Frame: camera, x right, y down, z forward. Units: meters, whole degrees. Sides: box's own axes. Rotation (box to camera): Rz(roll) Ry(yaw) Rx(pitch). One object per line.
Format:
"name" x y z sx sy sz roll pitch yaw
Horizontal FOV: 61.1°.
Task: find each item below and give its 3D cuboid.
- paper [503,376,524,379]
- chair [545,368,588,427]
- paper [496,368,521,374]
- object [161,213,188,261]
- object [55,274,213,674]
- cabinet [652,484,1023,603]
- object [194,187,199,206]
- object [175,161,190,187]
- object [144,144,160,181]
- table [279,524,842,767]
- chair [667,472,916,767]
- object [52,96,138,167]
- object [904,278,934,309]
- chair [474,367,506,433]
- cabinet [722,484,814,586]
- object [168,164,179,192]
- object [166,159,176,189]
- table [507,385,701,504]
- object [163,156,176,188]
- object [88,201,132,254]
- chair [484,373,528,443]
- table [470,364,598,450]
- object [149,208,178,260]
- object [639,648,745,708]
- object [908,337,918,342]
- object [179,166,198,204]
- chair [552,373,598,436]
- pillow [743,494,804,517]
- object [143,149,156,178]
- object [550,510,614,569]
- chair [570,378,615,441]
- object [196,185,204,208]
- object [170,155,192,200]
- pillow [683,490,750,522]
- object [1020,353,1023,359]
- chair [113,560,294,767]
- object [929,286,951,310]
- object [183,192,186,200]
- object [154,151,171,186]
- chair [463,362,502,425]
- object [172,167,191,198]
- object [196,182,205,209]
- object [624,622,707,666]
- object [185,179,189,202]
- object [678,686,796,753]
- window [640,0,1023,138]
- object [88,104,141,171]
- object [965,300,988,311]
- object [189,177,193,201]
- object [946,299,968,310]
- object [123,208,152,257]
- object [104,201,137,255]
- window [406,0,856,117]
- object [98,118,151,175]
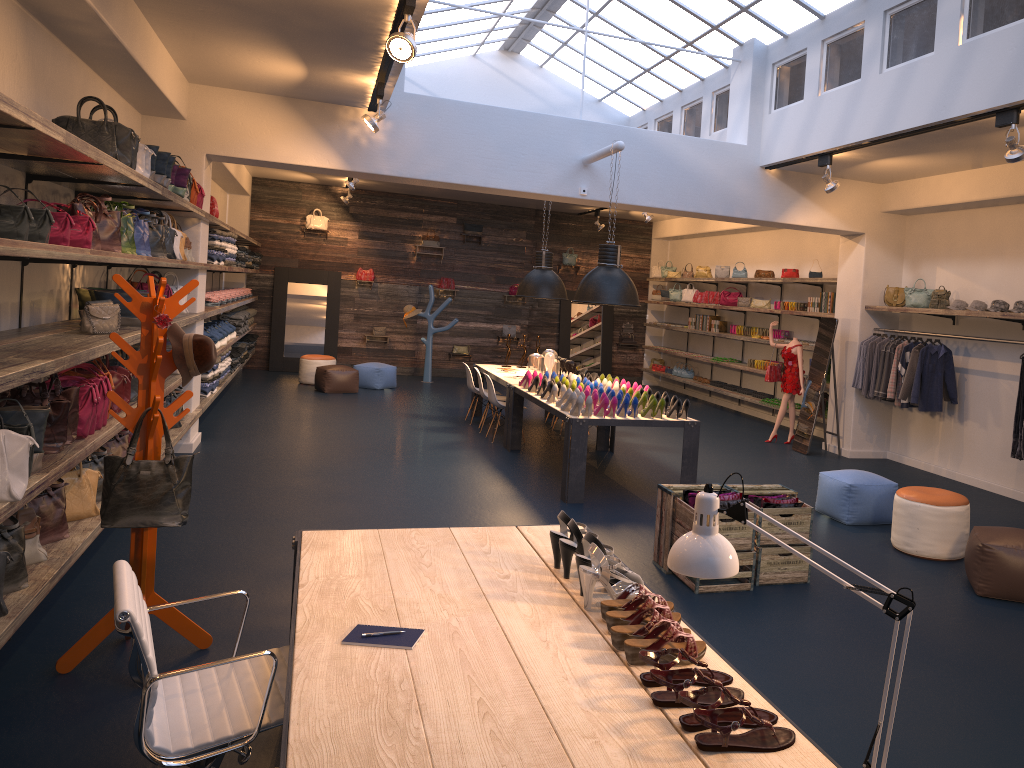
"paper" 0.192 -0.090 10.826 0.314 0.014 0.768 7 7 26
"chair" 0.756 0.171 12.060 0.570 0.799 0.446 3 3 -16
"paper" -0.047 -0.179 11.491 0.341 0.014 0.708 4 6 -5
"object" -2.886 -1.231 7.247 0.183 0.385 0.449 5 4 23
"object" -1.630 0.384 3.877 0.435 1.725 0.456 4 2 10
"cabinet" 2.380 1.076 5.869 2.848 0.546 0.734 4 4 -6
"object" -3.010 -1.760 7.892 0.211 0.330 0.271 6 4 32
"object" -2.823 -1.678 7.166 0.311 0.351 0.128 3 2 -22
"object" -2.474 -1.441 5.622 0.337 0.244 0.183 4 3 1
"table" -0.038 1.134 2.624 1.296 0.738 2.427 3 6 -15
"chair" 0.607 0.584 1.947 0.529 0.744 0.174 5 2 19
"object" -2.343 -1.416 4.873 0.453 0.385 0.181 2 3 -24
"object" 4.940 -1.099 10.538 0.351 0.366 0.184 5 3 18
"chair" -0.228 0.202 11.040 0.562 0.799 0.453 4 3 -10
"cabinet" 1.749 1.019 5.947 0.495 0.547 0.531 3 4 -16
"object" -2.717 -1.540 6.456 0.443 0.235 0.168 2 4 -23
"object" -2.612 -1.497 6.126 0.443 0.235 0.168 2 4 -23
"table" 0.832 0.542 8.876 1.296 0.738 2.427 3 6 -15
"object" -2.548 -1.477 5.960 0.445 0.231 0.167 2 4 -25
"object" -2.431 -0.945 5.207 0.186 0.321 0.399 5 4 25
"chair" -0.092 0.279 10.418 0.573 0.799 0.443 3 3 -18
"table" 0.304 0.251 11.250 1.296 0.738 2.427 3 6 -15
"object" -2.760 -1.163 6.695 0.183 0.385 0.449 5 4 23
"object" 0.488 0.787 2.353 0.293 0.090 0.214 3 6 -14
"object" 4.789 -0.523 10.375 0.454 0.219 0.009 2 2 -20
"object" -2.981 -1.771 7.767 0.211 0.384 0.271 6 3 32
"chair" 0.831 0.244 11.419 0.573 0.799 0.443 3 3 -18
"pillow" 1.747 0.894 5.943 0.324 0.318 0.438 3 5 -16
"object" -2.473 -1.460 5.444 0.451 0.330 0.181 2 3 -23
"object" 0.280 0.599 3.366 0.294 0.223 0.113 3 3 -19
"chair" 1.034 0.324 10.812 0.579 0.799 0.438 3 3 -24
"object" -3.015 -1.747 8.058 0.249 0.283 0.312 6 4 21
"object" -2.850 -1.722 7.295 0.311 0.409 0.128 3 2 -22
"pillow" 1.301 0.853 5.677 0.375 0.348 0.416 3 4 -16
"object" 5.160 -0.333 8.656 0.245 0.176 0.014 3 2 -21
"chair" -0.926 1.007 2.731 0.725 0.834 0.641 2 4 -37
"object" 4.996 -1.011 10.168 0.246 0.283 0.372 4 4 2
"object" -2.754 -1.636 6.849 0.362 0.334 0.161 4 2 -8
"object" -2.513 -1.458 5.800 0.437 0.231 0.170 3 3 -17
"chair" -0.409 0.124 11.654 0.573 0.799 0.443 3 3 -18
"object" -2.699 -1.560 6.665 0.437 0.235 0.170 3 3 -17
"object" -3.048 -1.778 8.149 0.202 0.310 0.266 6 4 36
"object" 0.453 0.753 2.530 0.275 0.117 0.094 2 4 -25
"object" -2.789 -1.655 7.003 0.362 0.334 0.161 4 2 -8
"object" 0.554 0.815 2.138 0.292 0.090 0.205 3 6 -18
"window" 1.068 -3.498 8.899 4.700 0.649 10.820 3 6 -14
"object" -2.401 -1.438 5.049 0.447 0.385 0.183 3 3 -18
"object" 5.085 -0.858 9.514 0.228 0.125 0.194 6 5 19
"object" -2.948 -1.719 7.442 0.269 0.337 0.310 6 4 26
"object" 5.023 -0.892 9.793 0.228 0.125 0.194 6 5 19
"object" -2.600 -1.045 5.948 0.206 0.338 0.397 5 4 23
"object" -2.490 -0.984 5.456 0.206 0.338 0.397 5 4 23
"window" 1.848 -4.033 5.564 4.535 0.834 17.943 3 6 -13
"object" -2.430 -1.436 5.254 0.453 0.330 0.181 2 3 -25
